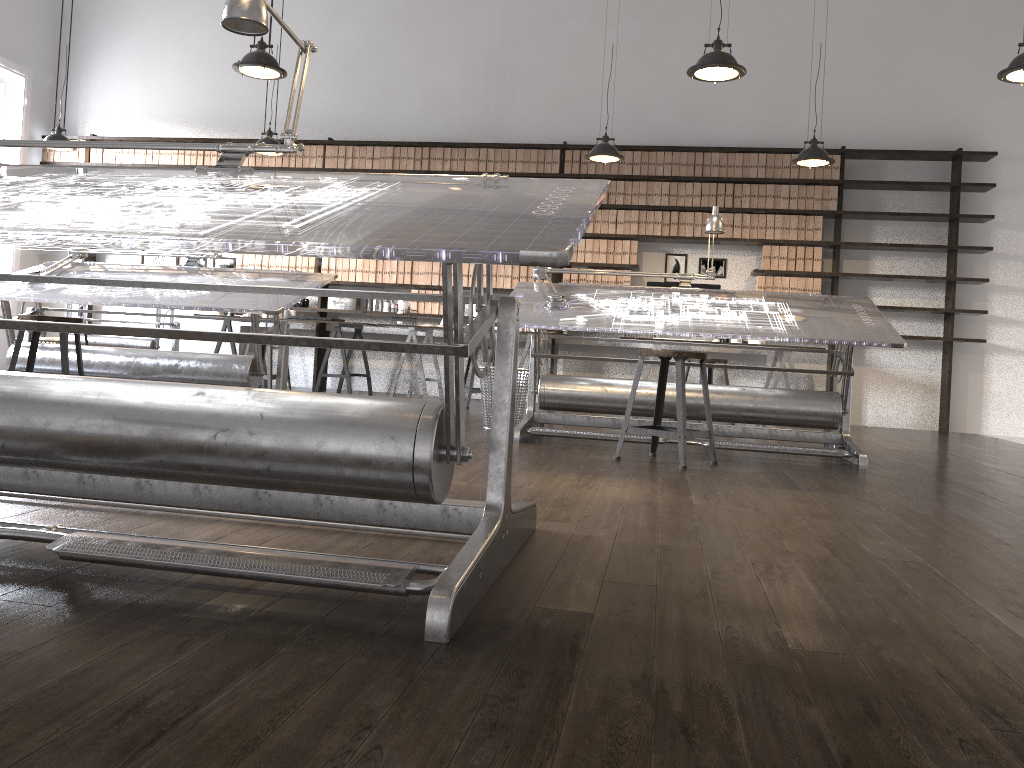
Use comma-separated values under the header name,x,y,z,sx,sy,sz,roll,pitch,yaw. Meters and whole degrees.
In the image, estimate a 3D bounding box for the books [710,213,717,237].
name,x,y,z,sx,sy,sz,roll,pitch,yaw
books,1.836,-1.435,8.078,0.067,0.226,0.174,3,0,10

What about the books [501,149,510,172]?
name,x,y,z,sx,sy,sz,roll,pitch,yaw
books,-0.050,-2.103,8.420,0.067,0.226,0.174,3,0,10

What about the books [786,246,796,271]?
name,x,y,z,sx,sy,sz,roll,pitch,yaw
books,2.499,-1.114,7.957,0.067,0.226,0.174,3,0,10

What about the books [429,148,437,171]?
name,x,y,z,sx,sy,sz,roll,pitch,yaw
books,-0.739,-2.147,8.540,0.067,0.226,0.174,3,0,10

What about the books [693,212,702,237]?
name,x,y,z,sx,sy,sz,roll,pitch,yaw
books,1.699,-1.444,8.099,0.067,0.226,0.174,3,0,10

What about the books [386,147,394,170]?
name,x,y,z,sx,sy,sz,roll,pitch,yaw
books,-1.162,-2.174,8.607,0.067,0.226,0.174,3,0,10

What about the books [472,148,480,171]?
name,x,y,z,sx,sy,sz,roll,pitch,yaw
books,-0.331,-2.121,8.463,0.067,0.226,0.174,3,0,10

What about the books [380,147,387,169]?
name,x,y,z,sx,sy,sz,roll,pitch,yaw
books,-1.227,-2.179,8.623,0.067,0.226,0.174,3,0,10

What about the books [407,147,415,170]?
name,x,y,z,sx,sy,sz,roll,pitch,yaw
books,-0.956,-2.161,8.573,0.067,0.226,0.174,3,0,10

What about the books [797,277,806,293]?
name,x,y,z,sx,sy,sz,roll,pitch,yaw
books,2.578,-0.833,7.928,0.067,0.226,0.174,3,0,10

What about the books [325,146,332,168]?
name,x,y,z,sx,sy,sz,roll,pitch,yaw
books,-1.772,-2.214,8.716,0.067,0.226,0.174,3,0,10

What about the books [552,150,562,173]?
name,x,y,z,sx,sy,sz,roll,pitch,yaw
books,0.423,-2.073,8.335,0.067,0.226,0.174,3,0,10

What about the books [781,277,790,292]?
name,x,y,z,sx,sy,sz,roll,pitch,yaw
books,2.442,-0.842,7.955,0.067,0.226,0.174,3,0,10

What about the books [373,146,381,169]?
name,x,y,z,sx,sy,sz,roll,pitch,yaw
books,-1.289,-2.183,8.632,0.067,0.226,0.174,3,0,10

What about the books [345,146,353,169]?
name,x,y,z,sx,sy,sz,roll,pitch,yaw
books,-1.567,-2.200,8.680,0.067,0.226,0.174,3,0,10

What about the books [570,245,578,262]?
name,x,y,z,sx,sy,sz,roll,pitch,yaw
books,0.586,-1.237,8.286,0.067,0.226,0.174,3,0,10

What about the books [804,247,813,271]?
name,x,y,z,sx,sy,sz,roll,pitch,yaw
books,2.646,-1.105,7.931,0.067,0.226,0.174,3,0,10

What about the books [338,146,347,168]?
name,x,y,z,sx,sy,sz,roll,pitch,yaw
books,-1.639,-2.205,8.689,0.067,0.226,0.174,3,0,10

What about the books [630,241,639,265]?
name,x,y,z,sx,sy,sz,roll,pitch,yaw
books,1.130,-1.202,8.193,0.067,0.226,0.174,3,0,10

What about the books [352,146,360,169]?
name,x,y,z,sx,sy,sz,roll,pitch,yaw
books,-1.498,-2.196,8.672,0.067,0.226,0.174,3,0,10

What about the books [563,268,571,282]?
name,x,y,z,sx,sy,sz,roll,pitch,yaw
books,0.518,-0.965,8.291,0.067,0.226,0.174,3,0,10

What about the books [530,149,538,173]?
name,x,y,z,sx,sy,sz,roll,pitch,yaw
books,0.217,-2.086,8.368,0.067,0.226,0.174,3,0,10

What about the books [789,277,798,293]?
name,x,y,z,sx,sy,sz,roll,pitch,yaw
books,2.513,-0.837,7.939,0.067,0.226,0.174,3,0,10

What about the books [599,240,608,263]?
name,x,y,z,sx,sy,sz,roll,pitch,yaw
books,0.853,-1.220,8.235,0.067,0.226,0.174,3,0,10

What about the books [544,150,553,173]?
name,x,y,z,sx,sy,sz,roll,pitch,yaw
books,0.354,-2.077,8.351,0.067,0.226,0.174,3,0,10

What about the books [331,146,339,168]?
name,x,y,z,sx,sy,sz,roll,pitch,yaw
books,-1.710,-2.209,8.701,0.067,0.226,0.174,3,0,10

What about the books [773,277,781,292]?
name,x,y,z,sx,sy,sz,roll,pitch,yaw
books,2.374,-0.847,7.971,0.067,0.226,0.174,3,0,10

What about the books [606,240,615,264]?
name,x,y,z,sx,sy,sz,roll,pitch,yaw
books,0.920,-1.216,8.229,0.067,0.226,0.174,3,0,10

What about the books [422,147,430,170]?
name,x,y,z,sx,sy,sz,roll,pitch,yaw
books,-0.813,-2.152,8.547,0.067,0.226,0.174,3,0,10

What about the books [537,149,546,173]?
name,x,y,z,sx,sy,sz,roll,pitch,yaw
books,0.284,-2.082,8.363,0.067,0.226,0.174,3,0,10

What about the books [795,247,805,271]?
name,x,y,z,sx,sy,sz,roll,pitch,yaw
books,2.572,-1.110,7.938,0.067,0.226,0.174,3,0,10

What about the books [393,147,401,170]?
name,x,y,z,sx,sy,sz,roll,pitch,yaw
books,-1.095,-2.170,8.601,0.067,0.226,0.174,3,0,10

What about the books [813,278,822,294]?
name,x,y,z,sx,sy,sz,roll,pitch,yaw
books,2.710,-0.825,7.911,0.067,0.226,0.174,3,0,10

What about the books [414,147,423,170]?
name,x,y,z,sx,sy,sz,roll,pitch,yaw
books,-0.886,-2.157,8.566,0.067,0.226,0.174,3,0,10

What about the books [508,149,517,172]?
name,x,y,z,sx,sy,sz,roll,pitch,yaw
books,0.018,-2.099,8.404,0.067,0.226,0.174,3,0,10

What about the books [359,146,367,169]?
name,x,y,z,sx,sy,sz,roll,pitch,yaw
books,-1.430,-2.192,8.658,0.067,0.226,0.174,3,0,10

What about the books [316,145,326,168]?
name,x,y,z,sx,sy,sz,roll,pitch,yaw
books,-1.860,-2.219,8.727,0.067,0.226,0.174,3,0,10

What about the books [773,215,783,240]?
name,x,y,z,sx,sy,sz,roll,pitch,yaw
books,2.392,-1.399,7.980,0.067,0.226,0.174,3,0,10

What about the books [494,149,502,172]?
name,x,y,z,sx,sy,sz,roll,pitch,yaw
books,-0.119,-2.108,8.433,0.067,0.226,0.174,3,0,10

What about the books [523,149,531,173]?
name,x,y,z,sx,sy,sz,roll,pitch,yaw
books,0.152,-2.090,8.384,0.067,0.226,0.174,3,0,10

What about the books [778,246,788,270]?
name,x,y,z,sx,sy,sz,roll,pitch,yaw
books,2.428,-1.119,7.964,0.067,0.226,0.174,3,0,10

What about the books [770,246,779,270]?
name,x,y,z,sx,sy,sz,roll,pitch,yaw
books,2.359,-1.123,7.980,0.067,0.226,0.174,3,0,10

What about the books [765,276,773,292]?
name,x,y,z,sx,sy,sz,roll,pitch,yaw
books,2.305,-0.851,7.981,0.067,0.226,0.174,3,0,10

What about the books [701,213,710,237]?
name,x,y,z,sx,sy,sz,roll,pitch,yaw
books,1.768,-1.439,8.091,0.067,0.226,0.174,3,0,10

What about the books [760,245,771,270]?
name,x,y,z,sx,sy,sz,roll,pitch,yaw
books,2.289,-1.128,7.992,0.067,0.226,0.174,3,0,10

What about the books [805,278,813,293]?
name,x,y,z,sx,sy,sz,roll,pitch,yaw
books,2.641,-0.829,7.921,0.067,0.226,0.174,3,0,10

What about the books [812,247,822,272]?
name,x,y,z,sx,sy,sz,roll,pitch,yaw
books,2.720,-1.100,7.916,0.067,0.226,0.174,3,0,10

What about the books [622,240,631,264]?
name,x,y,z,sx,sy,sz,roll,pitch,yaw
books,1.059,-1.206,8.201,0.067,0.226,0.174,3,0,10

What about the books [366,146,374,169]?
name,x,y,z,sx,sy,sz,roll,pitch,yaw
books,-1.361,-2.187,8.643,0.067,0.226,0.174,3,0,10

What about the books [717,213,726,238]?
name,x,y,z,sx,sy,sz,roll,pitch,yaw
books,1.910,-1.430,8.064,0.067,0.226,0.174,3,0,10

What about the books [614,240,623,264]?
name,x,y,z,sx,sy,sz,roll,pitch,yaw
books,0.990,-1.211,8.217,0.067,0.226,0.174,3,0,10

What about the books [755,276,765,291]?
name,x,y,z,sx,sy,sz,roll,pitch,yaw
books,2.235,-0.855,7.989,0.067,0.226,0.174,3,0,10

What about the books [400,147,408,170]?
name,x,y,z,sx,sy,sz,roll,pitch,yaw
books,-1.025,-2.166,8.589,0.067,0.226,0.174,3,0,10
